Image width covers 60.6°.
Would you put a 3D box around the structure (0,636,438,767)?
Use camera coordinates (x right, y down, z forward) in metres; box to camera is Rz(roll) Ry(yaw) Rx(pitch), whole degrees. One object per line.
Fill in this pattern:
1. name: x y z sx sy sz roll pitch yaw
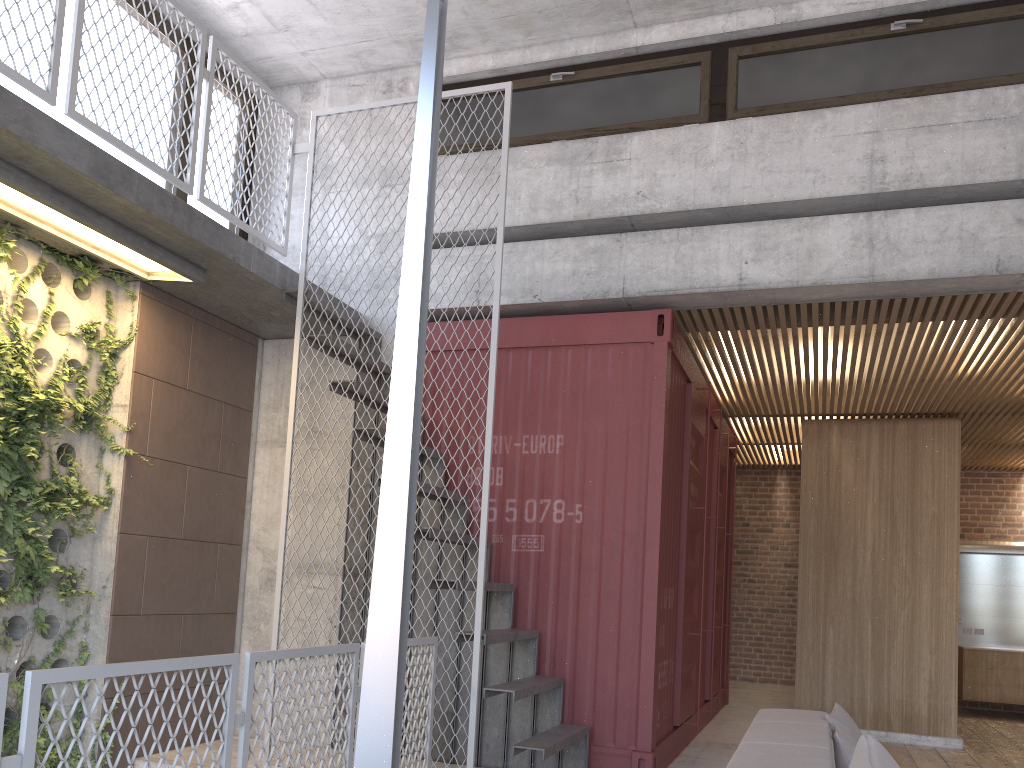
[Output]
1. structure: -2.075 1.377 3.110 1.925 0.916 4.529 -1 -13 19

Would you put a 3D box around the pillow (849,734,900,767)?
1. pillow: 0.802 1.056 1.840 0.221 0.547 0.575 1 -9 22

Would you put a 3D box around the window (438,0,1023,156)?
1. window: 3.310 -2.030 5.124 8.433 0.600 0.115 -2 -6 19

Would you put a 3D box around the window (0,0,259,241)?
1. window: -2.662 -1.782 5.126 0.110 1.712 3.646 1 -11 20

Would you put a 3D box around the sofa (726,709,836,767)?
1. sofa: 2.093 1.558 2.342 3.010 0.771 3.066 -1 -13 19

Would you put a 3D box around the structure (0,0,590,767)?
1. structure: -1.449 0.179 4.534 3.035 4.239 3.757 0 -9 20

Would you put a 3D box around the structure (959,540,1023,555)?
1. structure: 7.837 2.101 10.947 4.076 0.154 0.212 -2 -11 19

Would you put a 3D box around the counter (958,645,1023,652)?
1. counter: 7.693 3.332 10.632 4.076 0.020 0.668 -2 -14 19

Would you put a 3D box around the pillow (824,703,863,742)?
1. pillow: 1.505 1.646 3.959 0.188 0.360 0.369 0 -9 25

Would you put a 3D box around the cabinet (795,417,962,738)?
1. cabinet: 4.269 2.305 10.497 1.516 3.069 3.836 1 -10 20

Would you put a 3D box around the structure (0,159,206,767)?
1. structure: -2.728 0.629 4.306 1.005 3.754 2.677 1 -8 20

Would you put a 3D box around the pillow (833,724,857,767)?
1. pillow: 1.393 1.588 3.579 0.186 0.352 0.378 1 -9 19

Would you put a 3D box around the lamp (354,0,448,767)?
1. lamp: 0.663 0.061 1.879 2.627 3.369 0.767 2 -5 7

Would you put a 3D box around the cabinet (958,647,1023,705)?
1. cabinet: 7.783 3.019 10.861 4.113 2.040 1.095 -1 -8 20
